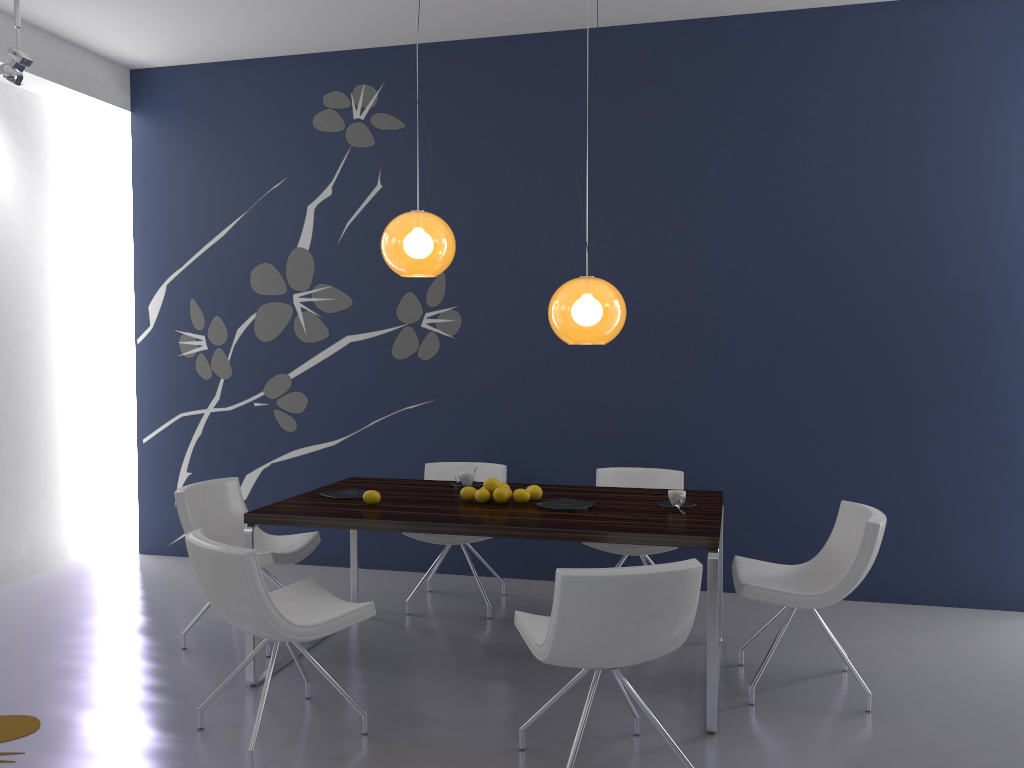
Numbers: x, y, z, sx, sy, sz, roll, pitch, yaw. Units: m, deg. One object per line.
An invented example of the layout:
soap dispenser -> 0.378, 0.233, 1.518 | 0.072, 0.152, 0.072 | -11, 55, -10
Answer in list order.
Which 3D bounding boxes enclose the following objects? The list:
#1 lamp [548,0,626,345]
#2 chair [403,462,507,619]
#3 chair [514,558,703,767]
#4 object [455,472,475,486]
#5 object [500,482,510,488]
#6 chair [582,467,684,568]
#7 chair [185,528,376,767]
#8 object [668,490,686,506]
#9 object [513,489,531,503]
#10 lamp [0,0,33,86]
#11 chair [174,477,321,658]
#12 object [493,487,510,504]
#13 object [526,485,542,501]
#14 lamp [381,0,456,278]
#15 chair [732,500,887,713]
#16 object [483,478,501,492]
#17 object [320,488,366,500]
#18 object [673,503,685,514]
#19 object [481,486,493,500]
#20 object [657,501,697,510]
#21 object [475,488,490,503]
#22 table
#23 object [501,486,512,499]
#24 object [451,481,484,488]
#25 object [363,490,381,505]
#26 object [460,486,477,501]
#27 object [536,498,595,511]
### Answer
lamp -> 0.344, -1.168, 4.040 | 0.359, 1.974, 0.358 | 1, 3, 19
chair -> -0.316, 0.895, 5.229 | 0.508, 0.805, 0.620 | 0, 2, 9
chair -> 0.332, 0.983, 3.138 | 0.508, 0.805, 0.620 | -1, 3, -16
object -> -0.242, 0.500, 4.650 | 0.081, 0.064, 0.101 | 2, 3, 39
object -> -0.053, 0.515, 4.310 | 0.094, 0.077, 0.079 | -2, 3, -32
chair -> 0.692, 0.905, 4.973 | 0.508, 0.805, 0.620 | 1, 3, 14
chair -> -0.925, 0.970, 3.468 | 0.620, 0.805, 0.508 | -2, 3, -41
object -> 0.763, 0.524, 4.054 | 0.101, 0.064, 0.081 | 2, 3, 40
object -> 0.045, 0.525, 4.161 | 0.083, 0.068, 0.070 | 1, 3, 18
lamp -> -2.799, -1.937, 4.986 | 0.185, 0.511, 0.150 | 1, 3, 14
chair -> -1.387, 0.922, 4.617 | 0.620, 0.805, 0.508 | 1, 3, 14
object -> -0.050, 0.520, 4.148 | 0.076, 0.080, 0.094 | 1, 3, 16
object -> 0.104, 0.518, 4.222 | 0.079, 0.077, 0.094 | -1, 2, -12
lamp -> -0.451, -1.340, 4.233 | 0.358, 1.645, 0.359 | 1, 3, 25
chair -> 1.309, 0.948, 3.933 | 0.620, 0.805, 0.508 | 0, 2, 9
object -> -0.093, 0.478, 4.194 | 0.083, 0.068, 0.070 | 1, 3, 18
object -> -0.804, 0.544, 4.360 | 0.232, 0.020, 0.232 | 2, 3, 43
object -> 0.747, 0.552, 3.948 | 0.032, 0.028, 0.155 | 0, 2, -5
object -> -0.118, 0.522, 4.250 | 0.070, 0.068, 0.083 | -1, 3, -17
object -> 0.755, 0.555, 4.061 | 0.154, 0.020, 0.154 | -1, 3, -30
object -> -0.139, 0.525, 4.168 | 0.070, 0.068, 0.083 | -1, 3, -17
table -> -0.056, 0.948, 4.227 | 2.046, 0.783, 1.127 | 1, 3, 14
object -> -0.038, 0.521, 4.230 | 0.081, 0.071, 0.069 | 0, 2, -9
object -> -0.235, 0.531, 4.659 | 0.154, 0.020, 0.154 | -2, 3, -31
object -> -0.651, 0.528, 4.125 | 0.083, 0.068, 0.070 | 1, 3, 18
object -> -0.204, 0.523, 4.228 | 0.083, 0.068, 0.070 | 1, 3, 18
object -> 0.245, 0.556, 4.060 | 0.232, 0.020, 0.232 | 2, 3, 43
